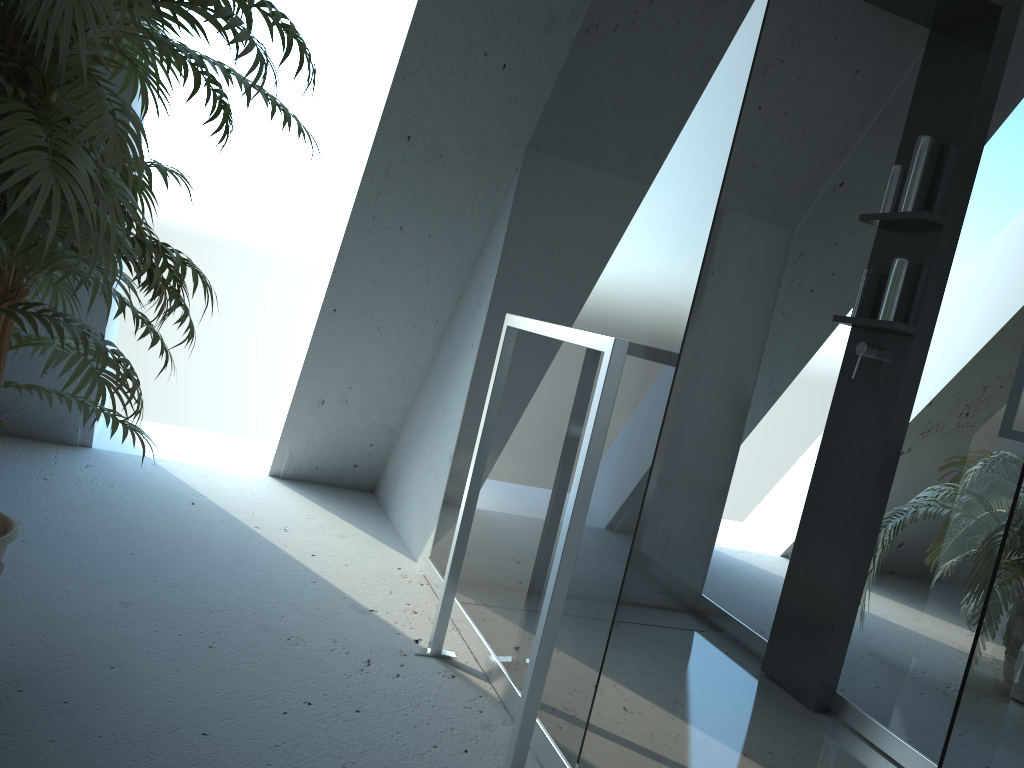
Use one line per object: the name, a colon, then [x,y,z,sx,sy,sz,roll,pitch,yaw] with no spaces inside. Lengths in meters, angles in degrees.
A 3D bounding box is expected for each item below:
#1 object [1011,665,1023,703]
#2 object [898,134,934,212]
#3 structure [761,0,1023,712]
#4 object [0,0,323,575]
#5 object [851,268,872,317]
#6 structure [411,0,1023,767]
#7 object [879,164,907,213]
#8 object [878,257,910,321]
object: [1.844,0.631,2.946,1.112,0.893,1.132,10,6,-42]
object: [1.094,-0.564,2.401,0.043,0.215,0.043,10,5,-35]
structure: [0.784,-0.132,2.387,0.612,1.978,0.250,12,4,-19]
object: [-0.871,-0.492,1.547,1.020,2.034,0.980,16,5,29]
object: [0.992,-0.257,2.515,0.023,0.144,0.043,17,5,37]
structure: [0.640,-0.208,2.007,1.184,2.114,1.835,12,4,-19]
object: [1.064,-0.539,2.476,0.043,0.144,0.023,14,4,7]
object: [1.033,-0.254,2.400,0.043,0.175,0.023,17,5,40]
